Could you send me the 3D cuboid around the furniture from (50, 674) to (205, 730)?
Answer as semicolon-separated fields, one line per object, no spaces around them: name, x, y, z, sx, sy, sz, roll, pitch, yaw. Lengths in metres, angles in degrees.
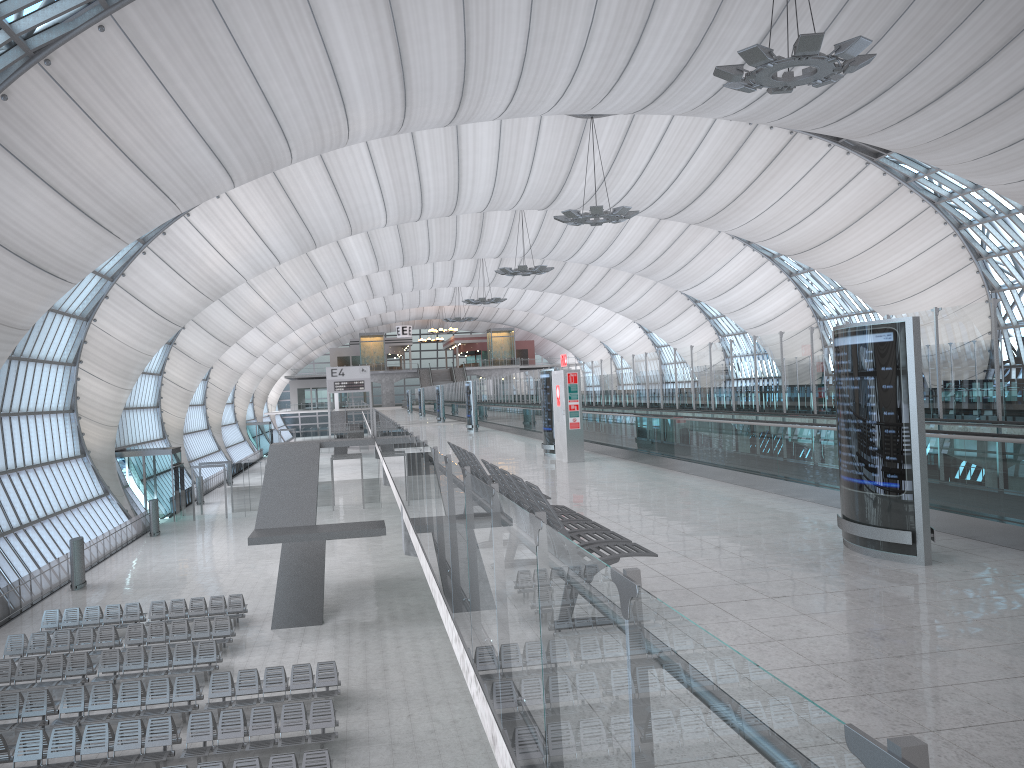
furniture;-7.782;6.533;18.143;2.705;0.913;1.572;-3;0;-10

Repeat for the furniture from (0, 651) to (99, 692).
furniture;-11.042;6.703;20.281;2.705;0.913;1.572;-3;0;-10

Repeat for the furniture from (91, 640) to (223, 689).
furniture;-8.242;6.573;20.773;2.705;0.913;1.572;-3;0;-10

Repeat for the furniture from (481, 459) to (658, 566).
furniture;0.310;1.053;6.422;0.713;0.902;2.520;-3;0;-10

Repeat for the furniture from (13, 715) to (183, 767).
furniture;-7.367;6.497;15.778;2.705;0.913;1.572;-3;0;-10

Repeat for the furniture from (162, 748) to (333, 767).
furniture;-4.154;6.331;13.905;2.705;0.913;1.572;-3;0;-10

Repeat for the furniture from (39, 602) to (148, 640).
furniture;-11.903;6.777;25.195;2.705;0.913;1.572;-3;0;-10

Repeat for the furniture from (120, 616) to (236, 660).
furniture;-8.648;6.608;23.087;2.705;0.913;1.572;-3;0;-10

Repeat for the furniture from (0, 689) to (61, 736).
furniture;-10.581;6.663;17.650;2.705;0.913;1.572;-3;0;-10

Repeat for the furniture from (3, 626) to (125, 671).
furniture;-11.447;6.738;22.594;2.705;0.913;1.572;-3;0;-10

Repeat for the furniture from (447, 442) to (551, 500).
furniture;-0.194;1.097;9.401;0.713;0.902;2.520;-3;0;-10

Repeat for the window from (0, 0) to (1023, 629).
window;-2.179;-2.754;77.919;50.537;20.004;167.818;-3;0;-10

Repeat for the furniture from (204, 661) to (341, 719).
furniture;-4.982;6.403;18.635;2.705;0.913;1.572;-3;0;-10

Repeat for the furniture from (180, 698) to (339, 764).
furniture;-4.568;6.367;16.270;2.705;0.913;1.572;-3;0;-10

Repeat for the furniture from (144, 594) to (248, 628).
furniture;-9.103;6.647;25.688;2.705;0.913;1.572;-3;0;-10

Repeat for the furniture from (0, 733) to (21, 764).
furniture;-10.167;6.627;15.285;2.705;0.913;1.572;-3;0;-10
